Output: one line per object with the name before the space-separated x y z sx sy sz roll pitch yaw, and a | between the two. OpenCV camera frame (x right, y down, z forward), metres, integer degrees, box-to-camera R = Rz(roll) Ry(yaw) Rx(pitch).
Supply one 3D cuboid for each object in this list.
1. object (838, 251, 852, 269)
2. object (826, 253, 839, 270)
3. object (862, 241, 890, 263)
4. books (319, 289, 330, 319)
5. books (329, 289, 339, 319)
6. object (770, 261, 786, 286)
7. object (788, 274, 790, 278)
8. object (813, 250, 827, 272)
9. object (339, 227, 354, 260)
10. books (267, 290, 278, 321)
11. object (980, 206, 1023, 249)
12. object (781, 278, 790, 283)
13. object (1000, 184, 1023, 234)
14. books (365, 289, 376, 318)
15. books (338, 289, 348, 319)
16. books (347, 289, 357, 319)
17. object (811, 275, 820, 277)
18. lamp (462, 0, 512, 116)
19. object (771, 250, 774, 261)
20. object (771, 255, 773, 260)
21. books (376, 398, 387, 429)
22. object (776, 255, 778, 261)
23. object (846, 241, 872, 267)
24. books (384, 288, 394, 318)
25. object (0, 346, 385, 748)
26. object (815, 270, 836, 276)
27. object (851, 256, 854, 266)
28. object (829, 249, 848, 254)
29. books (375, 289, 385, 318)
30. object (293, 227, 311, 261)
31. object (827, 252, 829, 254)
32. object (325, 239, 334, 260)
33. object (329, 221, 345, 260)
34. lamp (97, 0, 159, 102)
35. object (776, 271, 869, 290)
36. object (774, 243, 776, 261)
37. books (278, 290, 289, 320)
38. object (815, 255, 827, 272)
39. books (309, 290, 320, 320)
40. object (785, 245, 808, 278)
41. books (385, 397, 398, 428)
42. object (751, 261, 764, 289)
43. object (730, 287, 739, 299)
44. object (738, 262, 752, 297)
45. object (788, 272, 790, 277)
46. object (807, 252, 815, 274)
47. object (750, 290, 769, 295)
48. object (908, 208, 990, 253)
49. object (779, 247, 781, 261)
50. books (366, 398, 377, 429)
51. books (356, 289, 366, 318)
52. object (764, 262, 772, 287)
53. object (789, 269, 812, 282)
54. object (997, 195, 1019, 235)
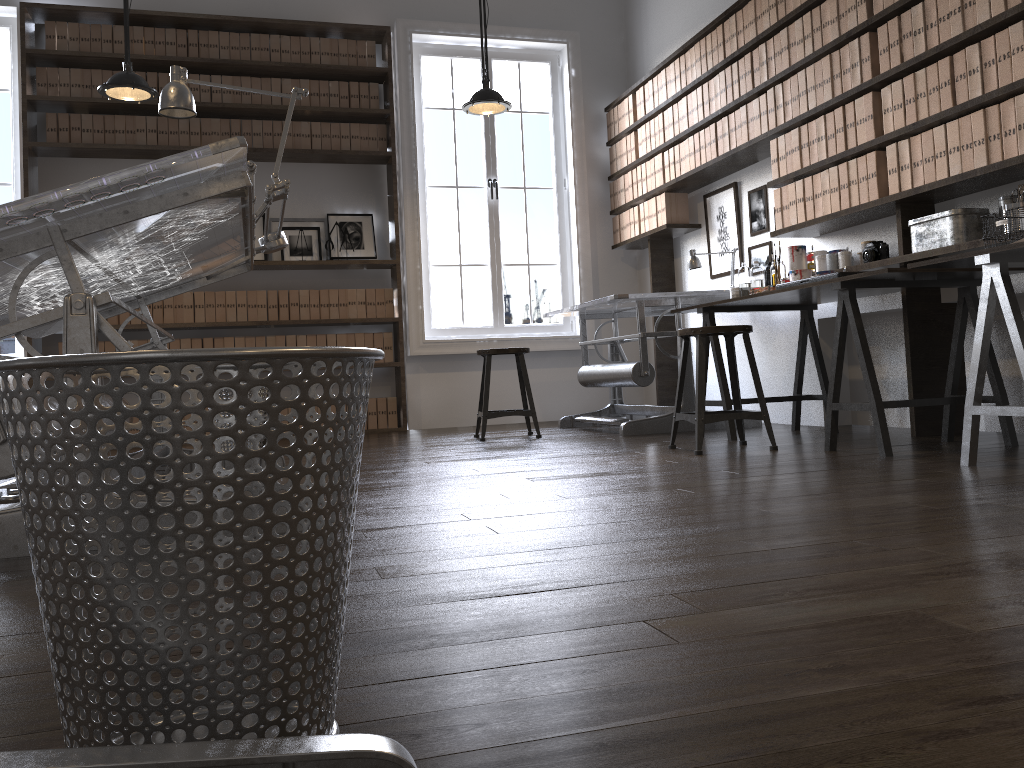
object | 1.644 -0.605 4.372 0.062 0.094 0.061 -2 -2 -31
object | 1.605 -0.603 4.427 0.063 0.093 0.062 -2 -2 -31
object | 1.692 -0.614 4.160 0.091 0.109 0.170 -2 -1 -16
books | -1.379 -0.571 6.488 0.067 0.226 0.174 -2 -2 -16
books | -1.313 -0.574 6.501 0.067 0.226 0.174 -2 -2 -16
object | 1.484 -0.575 4.481 0.344 0.146 0.077 -3 -2 6
object | 1.388 -0.490 4.408 0.005 0.130 0.039 -2 -3 -14
object | 1.610 -0.627 4.615 0.070 0.131 0.070 -4 -2 22
object | -1.213 -1.018 6.496 0.110 0.262 0.040 -2 -3 -16
books | -1.726 -0.554 6.387 0.067 0.226 0.174 -2 -2 -16
object | 1.760 -0.501 2.977 0.284 0.161 0.203 -3 -1 -16
object | 1.349 -0.465 4.351 0.049 0.112 0.049 -2 -2 -20
object | 1.961 -0.703 3.396 0.156 0.272 0.181 -2 -2 -32
books | -1.058 -0.587 6.580 0.067 0.226 0.174 -2 -2 -16
books | -1.250 -0.577 6.524 0.067 0.226 0.174 -2 -2 -16
books | -1.189 -0.580 6.540 0.067 0.226 0.174 -2 -2 -16
object | 1.448 -0.464 4.196 0.062 0.094 0.062 -4 -2 24
lamp | -0.208 -2.829 5.533 0.313 2.258 0.310 -1 -3 -37
object | 1.344 -0.593 4.503 0.008 0.187 0.071 -2 -2 -15
object | 1.336 -0.579 4.495 0.037 0.154 0.005 -2 -3 -20
books | -0.973 0.215 6.558 0.067 0.226 0.174 -2 -2 -16
object | 1.355 -0.575 4.487 0.005 0.152 0.044 -5 -4 43
object | 1.692 -0.608 4.273 0.107 0.162 0.236 -4 -1 39
books | -0.928 -0.593 6.613 0.067 0.226 0.174 -2 -2 -16
object | -0.293 0.163 0.843 0.353 0.379 0.352 -3 -1 5
object | 1.520 -0.481 4.283 0.094 0.128 0.094 -2 -2 -12
object | 1.688 -0.597 4.447 0.054 0.080 0.054 -3 -2 11
object | 1.674 -0.620 4.534 0.094 0.128 0.095 -3 -2 14
books | -0.992 -0.590 6.602 0.067 0.226 0.174 -2 -2 -16
object | -1.512 -1.003 6.370 0.124 0.261 0.040 -2 -3 -16
object | 1.653 -0.629 4.682 0.071 0.129 0.071 -4 -2 31
object | -1.318 -0.965 6.396 0.066 0.166 0.040 -2 -3 -16
object | -1.273 -1.036 6.451 0.118 0.305 0.040 -2 -3 -16
lamp | -2.179 -2.733 4.962 0.313 2.258 0.310 -1 -3 -37
object | 1.345 -0.422 3.657 0.312 0.033 0.445 -3 0 -16
object | 1.337 -0.604 4.486 0.007 0.214 0.055 -4 -3 19
books | -1.654 -0.557 6.402 0.067 0.226 0.174 -2 -2 -16
object | 1.572 -0.602 4.489 0.062 0.094 0.061 -2 -2 -31
books | -1.447 -0.568 6.468 0.067 0.226 0.174 -2 -2 -16
object | 1.509 -0.641 4.695 0.107 0.177 0.106 -2 -2 -14
books | -0.899 0.212 6.577 0.067 0.226 0.174 -2 -2 -16
object | 1.291 -0.530 4.662 0.068 0.238 0.069 -2 -3 -19
object | 1.193 -0.459 4.702 0.068 0.105 0.068 -2 -2 -12
object | 1.222 -0.523 4.642 0.068 0.230 0.069 -2 -3 -19
object | 1.391 -0.489 4.418 0.005 0.148 0.033 -2 -3 -15
object | 1.588 -0.627 4.682 0.051 0.140 0.050 -2 -2 -19
object | 1.202 -0.427 4.325 0.132 0.051 0.197 -3 0 13
object | 1.850 -0.640 3.752 0.193 0.153 0.316 -2 0 -17
object | 1.353 -0.599 4.486 0.006 0.193 0.055 -2 -3 -17
books | -1.042 0.219 6.532 0.067 0.226 0.174 -2 -2 -16
books | -1.125 -0.583 6.557 0.067 0.226 0.174 -2 -2 -16
object | 1.372 -0.530 4.686 0.068 0.230 0.069 -2 -3 -19
object | 1.404 -0.481 4.299 0.104 0.142 0.104 -2 -2 -24
object | 1.998 -0.658 3.552 0.079 0.189 0.078 -1 -3 -37
